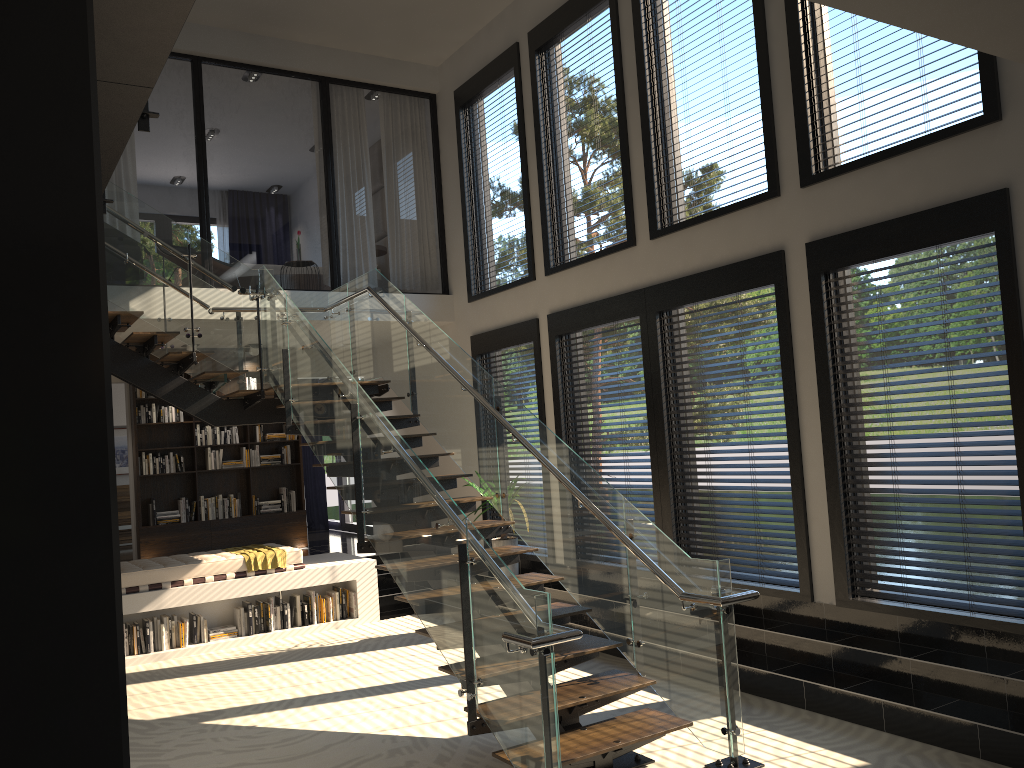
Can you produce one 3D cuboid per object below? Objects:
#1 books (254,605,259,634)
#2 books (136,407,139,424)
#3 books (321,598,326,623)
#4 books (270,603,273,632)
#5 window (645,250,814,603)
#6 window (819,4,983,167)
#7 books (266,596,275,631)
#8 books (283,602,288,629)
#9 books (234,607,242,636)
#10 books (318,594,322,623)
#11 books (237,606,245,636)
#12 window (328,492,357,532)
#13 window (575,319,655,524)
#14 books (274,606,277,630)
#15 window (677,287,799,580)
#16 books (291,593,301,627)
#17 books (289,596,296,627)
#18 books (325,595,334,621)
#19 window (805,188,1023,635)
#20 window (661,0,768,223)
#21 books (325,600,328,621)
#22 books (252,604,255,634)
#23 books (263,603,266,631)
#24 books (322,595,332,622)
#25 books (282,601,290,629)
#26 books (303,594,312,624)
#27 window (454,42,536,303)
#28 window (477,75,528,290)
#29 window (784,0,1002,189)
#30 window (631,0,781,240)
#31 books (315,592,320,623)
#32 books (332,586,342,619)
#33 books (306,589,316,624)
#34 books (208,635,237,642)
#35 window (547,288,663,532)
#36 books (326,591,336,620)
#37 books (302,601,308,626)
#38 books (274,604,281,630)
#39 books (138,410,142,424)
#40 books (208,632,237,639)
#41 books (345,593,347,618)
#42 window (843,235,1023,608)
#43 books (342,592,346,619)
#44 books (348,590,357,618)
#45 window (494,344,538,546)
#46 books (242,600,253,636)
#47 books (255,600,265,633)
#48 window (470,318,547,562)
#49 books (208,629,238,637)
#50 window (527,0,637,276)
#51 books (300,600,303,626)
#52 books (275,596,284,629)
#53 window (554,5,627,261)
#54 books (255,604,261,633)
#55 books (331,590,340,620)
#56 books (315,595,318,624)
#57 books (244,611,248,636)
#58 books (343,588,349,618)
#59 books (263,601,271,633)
[{"bbox_3d":[-2.559,2.336,8.810,0.029,0.268,0.173,-2,-3,-32],"label":"books"},{"bbox_3d":[-4.658,0.395,10.986,0.030,0.212,0.127,-2,-3,-32],"label":"books"},{"bbox_3d":[-1.973,2.325,9.148,0.025,0.249,0.209,-2,-3,-32],"label":"books"},{"bbox_3d":[-2.439,2.332,8.890,0.027,0.270,0.188,-2,-3,-32],"label":"books"},{"bbox_3d":[1.753,0.343,6.925,0.358,2.474,1.500,-2,-3,-32],"label":"window"},{"bbox_3d":[2.476,-2.646,5.688,0.005,2.295,1.222,-2,-3,-32],"label":"window"},{"bbox_3d":[-2.428,2.305,8.922,0.029,0.326,0.153,-2,-3,-32],"label":"books"},{"bbox_3d":[-2.309,2.335,8.957,0.036,0.253,0.178,-2,-3,-32],"label":"books"},{"bbox_3d":[-2.710,2.347,8.755,0.026,0.263,0.156,-2,-3,-32],"label":"books"},{"bbox_3d":[-2.007,2.310,9.155,0.025,0.285,0.165,-2,-3,-32],"label":"books"},{"bbox_3d":[-2.672,2.339,8.747,0.030,0.273,0.168,-2,-3,-32],"label":"books"},{"bbox_3d":[-2.752,1.099,14.226,0.184,2.474,2.984,-2,-4,-32],"label":"window"},{"bbox_3d":[1.039,0.471,8.227,0.005,2.295,1.314,-2,-3,-32],"label":"window"},{"bbox_3d":[-2.405,2.355,8.941,0.026,0.225,0.132,-2,-3,-32],"label":"books"},{"bbox_3d":[1.818,0.341,6.955,0.005,2.295,1.314,-2,-3,-32],"label":"window"},{"bbox_3d":[-2.200,2.303,9.044,0.027,0.312,0.190,-2,-3,-32],"label":"books"},{"bbox_3d":[-2.247,2.315,9.031,0.066,0.293,0.142,-2,-3,-32],"label":"books"},{"bbox_3d":[-1.897,2.324,9.202,0.021,0.248,0.198,-2,-3,-32],"label":"books"},{"bbox_3d":[2.610,0.200,5.526,0.358,2.474,1.394,-2,-3,-32],"label":"window"},{"bbox_3d":[1.651,-2.508,7.036,0.005,2.295,1.222,-2,-3,-32],"label":"window"},{"bbox_3d":[-1.949,2.344,9.200,0.022,0.216,0.137,-2,-3,-32],"label":"books"},{"bbox_3d":[-2.599,2.332,8.817,0.030,0.284,0.177,-2,-3,-32],"label":"books"},{"bbox_3d":[-2.505,2.337,8.897,0.026,0.270,0.128,-2,-3,-32],"label":"books"},{"bbox_3d":[-1.913,2.325,9.185,0.024,0.245,0.212,-2,-3,-32],"label":"books"},{"bbox_3d":[-2.285,2.333,8.972,0.019,0.256,0.186,-2,-3,-32],"label":"books"},{"bbox_3d":[-2.102,2.315,9.123,0.026,0.284,0.177,-2,-3,-32],"label":"books"},{"bbox_3d":[-0.077,-2.226,9.720,0.358,2.474,1.394,-2,-3,-32],"label":"window"},{"bbox_3d":[-0.012,-2.229,9.750,0.005,2.295,1.222,-2,-3,-32],"label":"window"},{"bbox_3d":[2.412,-2.643,5.658,0.358,2.474,1.394,-2,-3,-32],"label":"window"},{"bbox_3d":[1.586,-2.505,7.006,0.358,2.474,1.394,-2,-3,-32],"label":"window"},{"bbox_3d":[-2.028,2.302,9.145,0.021,0.302,0.167,-2,-3,-32],"label":"books"},{"bbox_3d":[-1.828,2.283,9.274,0.042,0.328,0.205,-2,-3,-32],"label":"books"},{"bbox_3d":[-2.064,2.287,9.111,0.028,0.334,0.205,-2,-3,-32],"label":"books"},{"bbox_3d":[-2.835,2.470,8.657,0.257,0.024,0.167,-2,-4,-32],"label":"books"},{"bbox_3d":[0.974,0.474,8.197,0.358,2.474,1.500,-2,-3,-32],"label":"window"},{"bbox_3d":[-1.887,2.307,9.241,0.039,0.284,0.200,-2,-3,-32],"label":"books"},{"bbox_3d":[-2.137,2.342,9.059,0.032,0.229,0.228,-2,-3,-32],"label":"books"},{"bbox_3d":[-2.373,2.350,8.940,0.028,0.231,0.158,-2,-3,-32],"label":"books"},{"bbox_3d":[-4.623,0.411,10.995,0.037,0.177,0.109,-2,-3,-32],"label":"books"},{"bbox_3d":[-2.837,2.446,8.658,0.261,0.024,0.167,-2,-4,-35],"label":"books"},{"bbox_3d":[-1.774,2.318,9.305,0.019,0.255,0.180,-2,-3,-32],"label":"books"},{"bbox_3d":[2.675,0.197,5.557,0.005,2.295,1.222,-2,-3,-32],"label":"window"},{"bbox_3d":[-1.789,2.309,9.282,0.030,0.273,0.186,-2,-3,-32],"label":"books"},{"bbox_3d":[-1.697,2.309,9.316,0.037,0.264,0.272,-2,-3,-32],"label":"books"},{"bbox_3d":[0.186,0.617,9.619,0.005,2.295,1.222,-2,-3,-32],"label":"window"},{"bbox_3d":[-2.614,2.314,8.770,0.043,0.316,0.209,-2,-3,-32],"label":"books"},{"bbox_3d":[-2.515,2.318,8.853,0.035,0.305,0.151,-2,-3,-32],"label":"books"},{"bbox_3d":[0.122,0.620,9.588,0.358,2.474,1.394,-2,-3,-32],"label":"window"},{"bbox_3d":[-2.841,2.422,8.663,0.274,0.025,0.156,-2,-4,-35],"label":"books"},{"bbox_3d":[0.755,-2.366,8.363,0.358,2.474,1.394,-2,-3,-32],"label":"window"},{"bbox_3d":[-2.181,2.332,9.070,0.030,0.256,0.160,-2,-3,-32],"label":"books"},{"bbox_3d":[-2.348,2.306,8.954,0.033,0.318,0.153,-2,-3,-32],"label":"books"},{"bbox_3d":[0.819,-2.368,8.393,0.005,2.295,1.222,-2,-3,-32],"label":"window"},{"bbox_3d":[-2.539,2.337,8.833,0.029,0.267,0.147,-2,-3,-32],"label":"books"},{"bbox_3d":[-1.848,2.304,9.242,0.028,0.285,0.211,-2,-3,-32],"label":"books"},{"bbox_3d":[-2.045,2.312,9.131,0.023,0.283,0.175,-2,-3,-32],"label":"books"},{"bbox_3d":[-2.655,2.363,8.774,0.027,0.226,0.165,-2,-3,-32],"label":"books"},{"bbox_3d":[-1.751,2.302,9.327,0.043,0.287,0.147,-2,-3,-31],"label":"books"},{"bbox_3d":[-2.451,2.323,8.858,0.026,0.286,0.205,-2,-3,-32],"label":"books"}]
